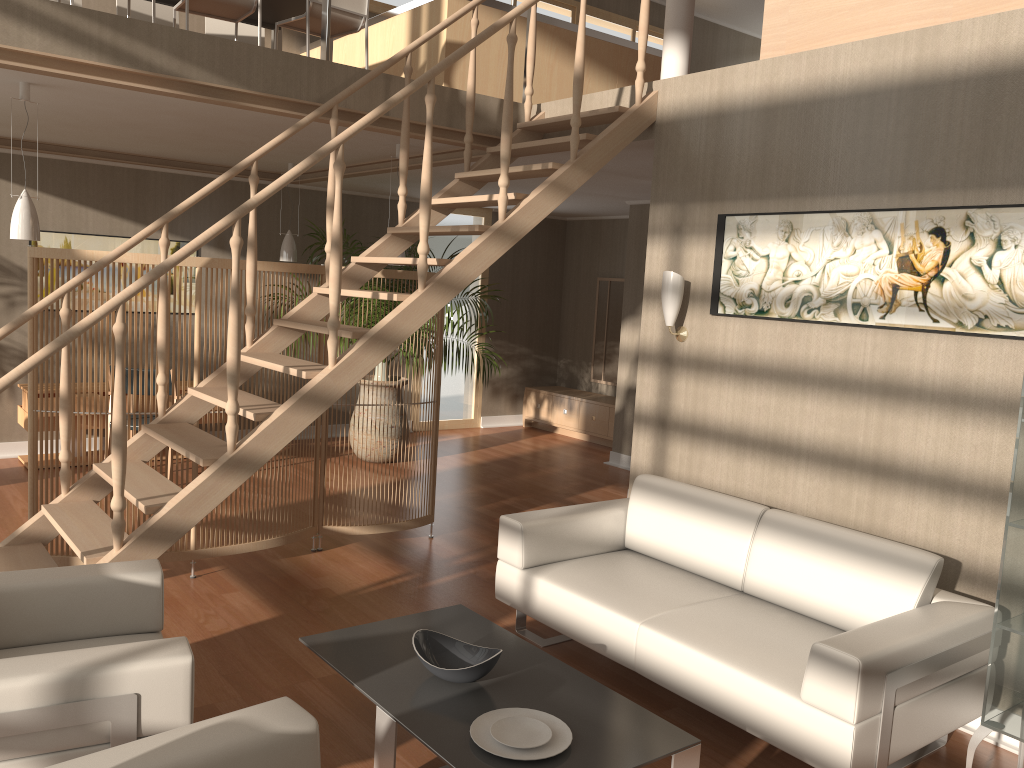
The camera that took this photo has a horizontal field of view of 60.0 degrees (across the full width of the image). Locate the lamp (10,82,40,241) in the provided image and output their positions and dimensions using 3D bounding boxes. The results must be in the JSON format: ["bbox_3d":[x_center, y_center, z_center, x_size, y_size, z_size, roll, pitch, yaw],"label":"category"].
[{"bbox_3d":[-2.522,-1.150,4.594,0.139,0.800,0.139,1,7,-23],"label":"lamp"}]

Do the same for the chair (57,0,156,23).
[{"bbox_3d":[-2.273,-2.204,4.946,0.430,0.796,0.496,-2,8,-38],"label":"chair"}]

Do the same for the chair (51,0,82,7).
[{"bbox_3d":[-2.992,-2.345,5.830,0.430,0.796,0.496,-2,9,-42],"label":"chair"}]

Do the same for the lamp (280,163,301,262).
[{"bbox_3d":[-1.834,-1.414,7.322,0.139,0.800,0.139,7,7,26],"label":"lamp"}]

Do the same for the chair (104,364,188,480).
[{"bbox_3d":[-2.684,0.279,6.609,0.582,0.856,0.509,4,6,2],"label":"chair"}]

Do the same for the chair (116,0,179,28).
[{"bbox_3d":[-2.428,-2.342,6.100,0.430,0.796,0.496,-2,9,-42],"label":"chair"}]

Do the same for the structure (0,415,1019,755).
[{"bbox_3d":[0.973,-0.224,5.476,10.775,2.533,8.342,-2,8,-38],"label":"structure"}]

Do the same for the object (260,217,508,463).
[{"bbox_3d":[-1.145,-0.263,7.725,2.109,2.304,2.157,9,8,41],"label":"object"}]

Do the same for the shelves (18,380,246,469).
[{"bbox_3d":[-3.052,0.315,7.202,1.600,0.590,0.658,-2,8,-38],"label":"shelves"}]

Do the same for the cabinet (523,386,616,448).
[{"bbox_3d":[0.900,0.371,9.475,0.500,0.458,1.911,-2,8,-38],"label":"cabinet"}]

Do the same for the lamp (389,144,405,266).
[{"bbox_3d":[-0.768,-1.197,5.942,0.139,0.800,0.139,3,6,-2],"label":"lamp"}]

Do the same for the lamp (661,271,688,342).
[{"bbox_3d":[0.819,-0.389,4.475,0.153,0.353,0.112,-2,8,-38],"label":"lamp"}]

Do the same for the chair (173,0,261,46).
[{"bbox_3d":[-1.779,-2.216,5.318,0.430,0.796,0.496,-1,8,-33],"label":"chair"}]

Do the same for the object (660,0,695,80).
[{"bbox_3d":[1.207,-2.950,6.245,0.200,2.400,0.200,-2,8,-38],"label":"object"}]

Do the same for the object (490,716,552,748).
[{"bbox_3d":[0.026,1.009,2.552,0.178,0.020,0.178,4,6,2],"label":"object"}]

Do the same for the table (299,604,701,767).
[{"bbox_3d":[-0.111,1.122,2.903,0.700,0.293,1.260,-2,8,-38],"label":"table"}]

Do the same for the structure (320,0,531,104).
[{"bbox_3d":[-2.217,-2.344,5.775,3.300,0.900,3.475,-2,8,-38],"label":"structure"}]

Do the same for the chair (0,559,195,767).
[{"bbox_3d":[-1.444,0.866,2.536,0.905,0.740,0.900,0,7,-28],"label":"chair"}]

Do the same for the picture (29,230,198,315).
[{"bbox_3d":[-3.281,-0.912,7.383,1.317,0.633,0.010,-2,8,-38],"label":"picture"}]

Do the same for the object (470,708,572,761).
[{"bbox_3d":[0.026,1.011,2.552,0.294,0.020,0.294,6,7,24],"label":"object"}]

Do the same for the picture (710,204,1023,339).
[{"bbox_3d":[1.458,-0.489,3.744,0.018,0.487,1.531,-2,8,-38],"label":"picture"}]

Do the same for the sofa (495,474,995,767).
[{"bbox_3d":[0.818,0.886,3.556,0.905,0.740,1.781,-2,8,-38],"label":"sofa"}]

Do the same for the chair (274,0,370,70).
[{"bbox_3d":[-1.201,-2.211,5.572,0.430,0.796,0.496,-2,9,-42],"label":"chair"}]

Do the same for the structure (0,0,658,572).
[{"bbox_3d":[-0.837,-0.710,4.159,3.150,3.578,1.000,-2,8,-38],"label":"structure"}]

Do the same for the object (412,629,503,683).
[{"bbox_3d":[-0.183,0.906,2.913,0.317,0.125,0.223,6,7,24],"label":"object"}]

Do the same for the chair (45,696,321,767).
[{"bbox_3d":[-0.597,1.025,1.562,0.905,0.740,0.900,-2,9,-42],"label":"chair"}]

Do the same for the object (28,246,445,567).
[{"bbox_3d":[-1.328,0.119,4.768,2.229,1.542,0.233,-1,8,-33],"label":"object"}]

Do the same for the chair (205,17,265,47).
[{"bbox_3d":[-1.981,-2.355,6.453,0.430,0.796,0.496,0,7,-28],"label":"chair"}]

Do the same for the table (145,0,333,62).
[{"bbox_3d":[-2.191,-2.261,5.769,1.800,0.740,0.900,-2,8,-38],"label":"table"}]

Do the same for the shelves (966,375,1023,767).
[{"bbox_3d":[1.746,0.603,2.691,0.403,1.600,0.400,-2,8,-38],"label":"shelves"}]
